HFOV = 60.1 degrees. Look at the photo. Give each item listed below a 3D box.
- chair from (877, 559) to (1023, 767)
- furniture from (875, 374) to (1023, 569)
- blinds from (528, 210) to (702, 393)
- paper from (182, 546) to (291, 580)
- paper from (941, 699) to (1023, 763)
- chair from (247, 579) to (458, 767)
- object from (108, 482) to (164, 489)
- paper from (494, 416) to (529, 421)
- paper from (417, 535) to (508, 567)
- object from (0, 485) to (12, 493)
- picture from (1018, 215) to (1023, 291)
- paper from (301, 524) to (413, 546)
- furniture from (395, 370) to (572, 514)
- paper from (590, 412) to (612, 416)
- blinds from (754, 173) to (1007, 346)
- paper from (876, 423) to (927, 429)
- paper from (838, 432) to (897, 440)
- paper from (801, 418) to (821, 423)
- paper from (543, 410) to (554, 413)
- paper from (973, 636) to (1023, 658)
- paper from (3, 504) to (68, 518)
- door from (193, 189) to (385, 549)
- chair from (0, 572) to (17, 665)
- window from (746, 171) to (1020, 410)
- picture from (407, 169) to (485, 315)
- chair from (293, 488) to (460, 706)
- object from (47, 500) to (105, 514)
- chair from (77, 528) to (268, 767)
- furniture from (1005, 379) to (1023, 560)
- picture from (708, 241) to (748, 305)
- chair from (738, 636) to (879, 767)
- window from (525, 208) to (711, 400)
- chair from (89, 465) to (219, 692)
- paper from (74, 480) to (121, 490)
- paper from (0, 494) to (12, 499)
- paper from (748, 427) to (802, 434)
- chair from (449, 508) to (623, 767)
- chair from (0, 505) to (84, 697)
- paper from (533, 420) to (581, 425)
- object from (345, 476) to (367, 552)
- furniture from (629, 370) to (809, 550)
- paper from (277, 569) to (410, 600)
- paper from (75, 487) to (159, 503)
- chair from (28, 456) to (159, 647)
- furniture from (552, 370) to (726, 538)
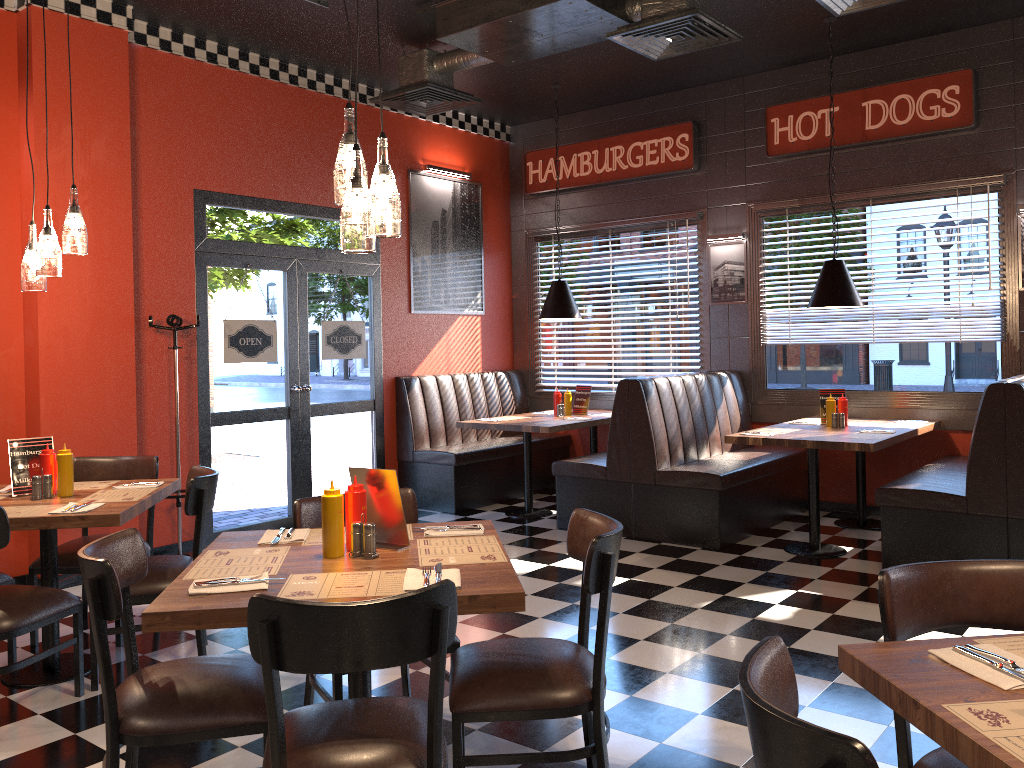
[{"bbox_3d":[1.123,0.875,1.953,0.486,0.867,0.545,-1,1,-6],"label":"chair"},{"bbox_3d":[2.973,0.515,5.756,0.706,1.154,1.711,-1,2,38],"label":"furniture"},{"bbox_3d":[0.940,-0.723,8.406,1.868,1.634,0.099,0,1,38],"label":"blinds"},{"bbox_3d":[-0.828,0.542,2.700,0.261,0.001,0.365,-2,3,-8],"label":"paper"},{"bbox_3d":[0.897,0.566,1.380,0.261,0.001,0.365,-1,3,-6],"label":"paper"},{"bbox_3d":[-0.389,0.895,2.217,0.486,0.867,0.544,-1,1,-12],"label":"chair"},{"bbox_3d":[-1.812,0.483,4.248,0.255,0.019,0.157,-2,3,-6],"label":"object"},{"bbox_3d":[-0.046,0.296,7.640,0.261,0.001,0.366,1,3,38],"label":"paper"},{"bbox_3d":[-0.165,0.523,2.794,0.261,0.001,0.365,-2,3,-7],"label":"paper"},{"bbox_3d":[-2.359,0.495,4.237,0.157,0.019,0.255,-2,3,-13],"label":"object"},{"bbox_3d":[3.741,-0.931,6.194,0.351,0.537,0.012,-1,0,38],"label":"picture"},{"bbox_3d":[-0.528,0.519,3.056,0.365,0.001,0.261,-2,3,-8],"label":"paper"},{"bbox_3d":[-0.216,0.467,8.287,0.706,1.154,1.711,-1,2,38],"label":"furniture"},{"bbox_3d":[0.896,0.268,7.805,0.261,0.001,0.366,1,3,40],"label":"paper"},{"bbox_3d":[2.811,-0.909,6.918,1.868,1.205,0.100,0,1,38],"label":"blinds"},{"bbox_3d":[2.774,0.296,6.315,0.261,0.001,0.366,1,3,39],"label":"paper"},{"bbox_3d":[2.297,0.335,5.713,0.261,0.001,0.366,1,3,40],"label":"paper"},{"bbox_3d":[2.349,0.283,6.793,0.261,0.001,0.366,1,3,36],"label":"paper"},{"bbox_3d":[0.424,0.257,8.247,0.261,0.001,0.366,1,3,39],"label":"paper"},{"bbox_3d":[1.173,0.542,1.770,0.365,0.001,0.261,-2,3,-8],"label":"paper"},{"bbox_3d":[-2.043,0.525,3.639,0.365,0.001,0.261,-2,3,-7],"label":"paper"},{"bbox_3d":[-1.682,-0.152,7.019,0.128,2.572,1.801,-1,1,38],"label":"door"},{"bbox_3d":[-2.547,0.867,3.844,0.544,0.867,0.486,-1,1,3],"label":"chair"},{"bbox_3d":[2.852,-0.678,6.987,2.026,1.714,0.127,0,1,38],"label":"window"},{"bbox_3d":[-0.608,-1.314,8.396,0.016,1.301,1.024,-1,1,38],"label":"picture"},{"bbox_3d":[-0.505,0.852,3.209,0.486,0.867,0.544,-2,1,-29],"label":"chair"},{"bbox_3d":[-1.803,0.508,3.691,0.157,0.019,0.255,-1,3,-3],"label":"object"},{"bbox_3d":[-0.976,0.889,2.624,0.544,0.867,0.486,-1,1,-14],"label":"chair"},{"bbox_3d":[3.526,0.523,5.318,0.706,1.154,1.711,-1,2,38],"label":"furniture"},{"bbox_3d":[1.869,-0.959,7.679,0.351,0.537,0.012,-1,0,38],"label":"picture"},{"bbox_3d":[0.655,0.909,1.430,0.544,0.867,0.486,-1,1,2],"label":"chair"},{"bbox_3d":[0.981,-0.706,8.472,2.026,1.714,0.127,0,1,38],"label":"window"},{"bbox_3d":[-1.603,0.838,4.011,0.545,0.867,0.486,-2,1,-20],"label":"chair"},{"bbox_3d":[-2.131,0.496,4.303,0.365,0.001,0.261,-2,3,-7],"label":"paper"},{"bbox_3d":[-2.414,0.520,3.917,0.261,0.001,0.365,-1,3,-5],"label":"paper"},{"bbox_3d":[1.830,0.324,6.161,0.261,0.001,0.366,1,3,40],"label":"paper"},{"bbox_3d":[0.079,0.861,2.739,0.544,0.867,0.486,-1,1,-3],"label":"chair"},{"bbox_3d":[-2.065,0.873,3.478,0.486,0.867,0.545,-1,1,13],"label":"chair"},{"bbox_3d":[0.383,0.308,7.168,0.261,0.001,0.366,1,3,36],"label":"paper"},{"bbox_3d":[-0.496,0.410,2.820,0.068,0.238,0.068,-1,0,44],"label":"object"},{"bbox_3d":[1.655,0.495,6.802,0.706,1.154,1.711,-1,2,38],"label":"furniture"},{"bbox_3d":[-0.440,0.546,2.421,0.365,0.001,0.261,-1,3,-5],"label":"paper"},{"bbox_3d":[-1.778,0.502,3.999,0.261,0.001,0.365,-2,3,-8],"label":"paper"},{"bbox_3d":[-2.104,0.825,4.539,0.486,0.867,0.545,-1,1,3],"label":"chair"},{"bbox_3d":[1.102,0.487,7.241,0.706,1.154,1.711,-1,2,38],"label":"furniture"}]
